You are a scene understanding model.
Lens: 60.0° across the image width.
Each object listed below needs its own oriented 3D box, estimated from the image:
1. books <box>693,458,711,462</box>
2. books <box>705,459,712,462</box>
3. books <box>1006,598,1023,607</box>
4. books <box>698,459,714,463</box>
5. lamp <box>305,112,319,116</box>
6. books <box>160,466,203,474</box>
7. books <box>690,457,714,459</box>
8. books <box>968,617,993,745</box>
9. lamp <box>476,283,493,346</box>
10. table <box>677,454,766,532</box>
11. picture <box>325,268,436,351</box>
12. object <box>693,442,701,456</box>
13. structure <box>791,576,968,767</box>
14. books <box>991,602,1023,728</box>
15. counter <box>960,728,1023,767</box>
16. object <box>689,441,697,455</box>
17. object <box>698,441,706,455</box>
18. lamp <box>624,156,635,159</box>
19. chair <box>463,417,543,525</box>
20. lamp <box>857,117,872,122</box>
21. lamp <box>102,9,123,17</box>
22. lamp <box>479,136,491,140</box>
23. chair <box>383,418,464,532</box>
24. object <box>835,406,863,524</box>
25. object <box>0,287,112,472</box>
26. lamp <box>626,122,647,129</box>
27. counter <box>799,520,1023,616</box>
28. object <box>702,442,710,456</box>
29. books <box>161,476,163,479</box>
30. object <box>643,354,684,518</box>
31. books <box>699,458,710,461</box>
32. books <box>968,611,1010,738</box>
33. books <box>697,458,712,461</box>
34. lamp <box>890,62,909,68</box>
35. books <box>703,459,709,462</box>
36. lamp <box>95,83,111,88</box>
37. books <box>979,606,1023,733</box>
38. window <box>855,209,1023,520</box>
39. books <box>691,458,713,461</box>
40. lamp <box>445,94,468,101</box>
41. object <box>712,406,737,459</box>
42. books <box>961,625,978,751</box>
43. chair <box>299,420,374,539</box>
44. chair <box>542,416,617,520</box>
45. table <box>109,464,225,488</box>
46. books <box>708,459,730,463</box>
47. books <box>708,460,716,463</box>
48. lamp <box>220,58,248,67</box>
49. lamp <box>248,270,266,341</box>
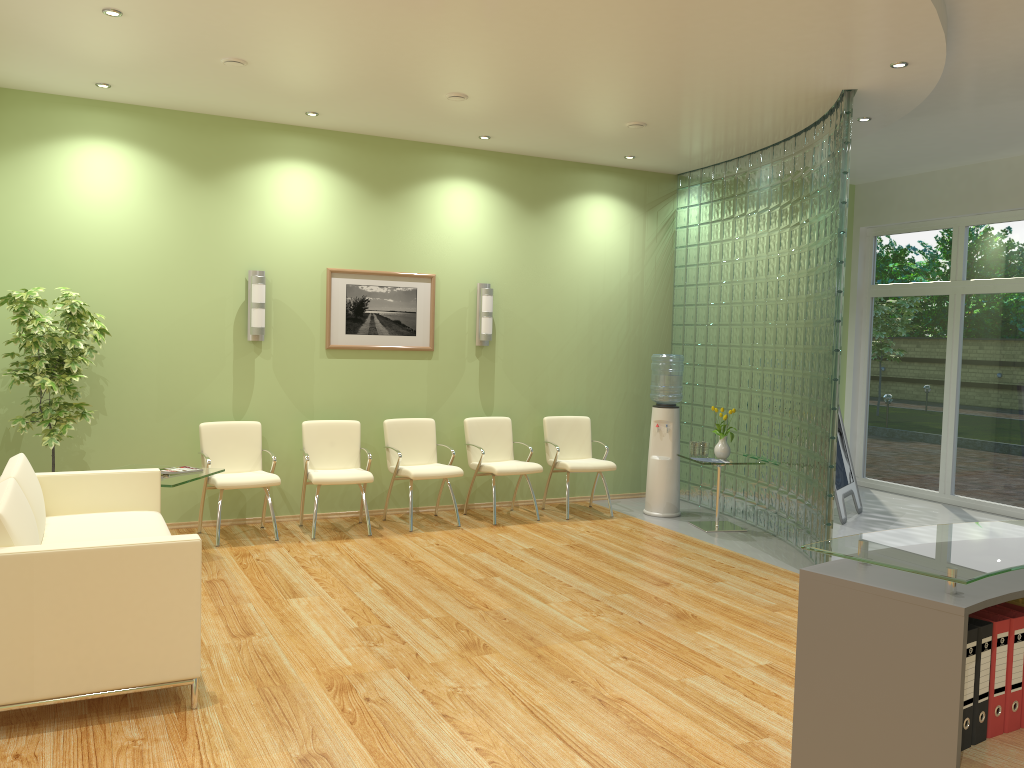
[{"bbox_3d":[1.688,0.656,7.666,0.210,0.004,0.150,0,4,-31],"label":"books"},{"bbox_3d":[1.744,0.659,7.621,0.150,0.004,0.210,3,3,19],"label":"books"},{"bbox_3d":[1.286,0.698,2.301,0.062,0.282,0.233,0,4,-32],"label":"books"},{"bbox_3d":[1.712,0.658,7.639,0.150,0.004,0.210,4,4,39],"label":"books"},{"bbox_3d":[-1.582,-2.133,7.013,0.105,0.011,0.105,5,4,45],"label":"lamp"},{"bbox_3d":[-2.392,0.605,6.270,0.230,0.031,0.328,4,4,39],"label":"books"},{"bbox_3d":[1.672,0.653,7.718,0.210,0.004,0.150,2,3,-1],"label":"books"},{"bbox_3d":[1.051,0.698,2.180,0.063,0.282,0.231,0,4,-31],"label":"books"},{"bbox_3d":[-0.248,-0.645,8.235,0.134,0.580,0.142,0,3,-26],"label":"lamp"},{"bbox_3d":[1.826,0.960,7.843,0.581,0.614,0.581,1,3,-12],"label":"table"},{"bbox_3d":[-1.150,-0.649,7.854,1.000,0.700,0.025,0,3,-26],"label":"picture"},{"bbox_3d":[1.650,0.583,7.929,0.071,0.119,0.072,0,3,-26],"label":"object"},{"bbox_3d":[2.604,1.096,1.471,1.837,1.049,3.673,-1,4,-41],"label":"structure"},{"bbox_3d":[1.244,0.698,2.285,0.063,0.282,0.231,0,3,-21],"label":"books"},{"bbox_3d":[2.566,0.931,1.425,1.723,0.018,3.444,-1,4,-41],"label":"counter"},{"bbox_3d":[1.635,0.578,8.012,0.071,0.119,0.072,0,3,-26],"label":"object"},{"bbox_3d":[1.718,0.580,8.023,0.071,0.119,0.072,0,3,-26],"label":"object"},{"bbox_3d":[1.107,-2.130,8.344,0.105,0.011,0.105,5,4,45],"label":"lamp"},{"bbox_3d":[13.698,1.410,2.101,30.806,0.986,0.748,3,3,23],"label":"chair"},{"bbox_3d":[2.664,-1.999,6.706,0.105,0.011,0.105,1,3,-9],"label":"lamp"},{"bbox_3d":[-2.192,-2.034,4.864,0.105,0.011,0.105,2,3,7],"label":"lamp"},{"bbox_3d":[-0.237,-2.131,7.678,0.105,0.011,0.105,5,4,45],"label":"lamp"},{"bbox_3d":[13.334,1.410,1.915,31.281,0.986,0.752,3,3,22],"label":"chair"},{"bbox_3d":[3.010,0.620,8.561,0.606,1.285,0.848,4,4,34],"label":"object"},{"bbox_3d":[-3.215,0.262,6.247,0.668,1.900,0.943,1,3,-18],"label":"object"},{"bbox_3d":[0.992,-2.059,7.086,0.167,0.024,0.167,-1,4,-43],"label":"lamp"},{"bbox_3d":[2.619,0.534,1.441,1.837,0.078,3.674,-1,4,-41],"label":"counter"},{"bbox_3d":[1.733,0.584,7.944,0.071,0.119,0.072,0,3,-26],"label":"object"},{"bbox_3d":[-2.545,0.615,6.002,0.328,0.031,0.230,5,4,44],"label":"books"},{"bbox_3d":[1.437,0.476,8.334,0.353,1.506,0.353,0,3,-19],"label":"object"},{"bbox_3d":[1.699,0.657,7.651,0.210,0.004,0.150,-1,4,-41],"label":"books"},{"bbox_3d":[1.118,0.698,2.222,0.063,0.282,0.231,0,3,-26],"label":"books"},{"bbox_3d":[1.680,0.655,7.683,0.210,0.004,0.150,0,3,-21],"label":"books"},{"bbox_3d":[2.353,-1.937,5.389,0.105,0.011,0.105,1,3,-10],"label":"lamp"},{"bbox_3d":[1.727,0.659,7.629,0.150,0.004,0.210,3,4,29],"label":"books"},{"bbox_3d":[-2.926,-2.134,6.347,0.105,0.011,0.105,2,3,0],"label":"lamp"},{"bbox_3d":[1.176,0.697,2.252,0.063,0.282,0.231,0,3,-26],"label":"books"},{"bbox_3d":[6.192,-0.026,6.178,0.092,3.000,9.401,0,3,-26],"label":"window"},{"bbox_3d":[1.674,0.654,7.700,0.210,0.004,0.150,1,3,-11],"label":"books"},{"bbox_3d":[-0.399,-2.060,6.397,0.167,0.024,0.167,3,3,24],"label":"lamp"},{"bbox_3d":[1.858,0.425,7.797,0.219,0.459,0.201,2,3,4],"label":"object"},{"bbox_3d":[0.994,0.698,2.141,0.063,0.282,0.231,0,4,-31],"label":"books"},{"bbox_3d":[-1.445,0.765,7.301,0.536,0.881,0.650,0,3,-21],"label":"chair"},{"bbox_3d":[0.618,0.767,8.319,0.536,0.881,0.650,0,3,-21],"label":"chair"},{"bbox_3d":[-2.514,0.930,6.175,0.736,0.614,0.736,2,3,9],"label":"table"},{"bbox_3d":[1.780,0.661,7.616,0.150,0.004,0.210,2,3,-1],"label":"books"},{"bbox_3d":[1.761,0.660,7.617,0.150,0.004,0.210,2,3,9],"label":"books"},{"bbox_3d":[-1.789,-2.062,5.709,0.167,0.024,0.167,3,3,24],"label":"lamp"},{"bbox_3d":[-2.101,-0.646,7.318,0.134,0.580,0.142,0,3,-26],"label":"lamp"}]
